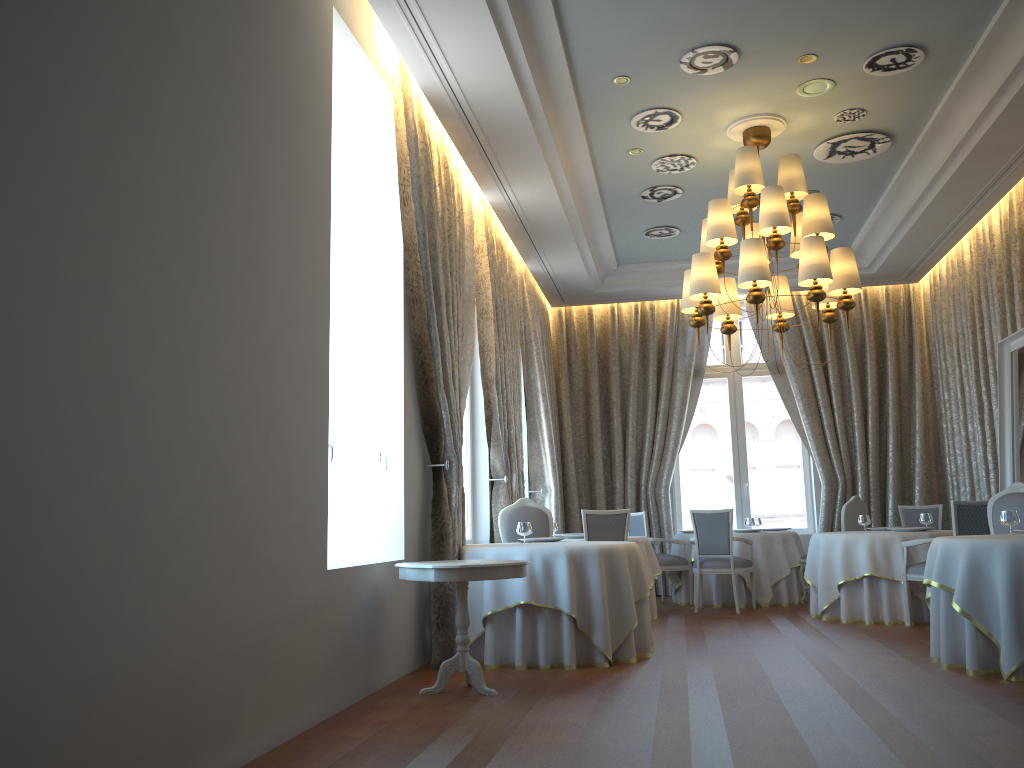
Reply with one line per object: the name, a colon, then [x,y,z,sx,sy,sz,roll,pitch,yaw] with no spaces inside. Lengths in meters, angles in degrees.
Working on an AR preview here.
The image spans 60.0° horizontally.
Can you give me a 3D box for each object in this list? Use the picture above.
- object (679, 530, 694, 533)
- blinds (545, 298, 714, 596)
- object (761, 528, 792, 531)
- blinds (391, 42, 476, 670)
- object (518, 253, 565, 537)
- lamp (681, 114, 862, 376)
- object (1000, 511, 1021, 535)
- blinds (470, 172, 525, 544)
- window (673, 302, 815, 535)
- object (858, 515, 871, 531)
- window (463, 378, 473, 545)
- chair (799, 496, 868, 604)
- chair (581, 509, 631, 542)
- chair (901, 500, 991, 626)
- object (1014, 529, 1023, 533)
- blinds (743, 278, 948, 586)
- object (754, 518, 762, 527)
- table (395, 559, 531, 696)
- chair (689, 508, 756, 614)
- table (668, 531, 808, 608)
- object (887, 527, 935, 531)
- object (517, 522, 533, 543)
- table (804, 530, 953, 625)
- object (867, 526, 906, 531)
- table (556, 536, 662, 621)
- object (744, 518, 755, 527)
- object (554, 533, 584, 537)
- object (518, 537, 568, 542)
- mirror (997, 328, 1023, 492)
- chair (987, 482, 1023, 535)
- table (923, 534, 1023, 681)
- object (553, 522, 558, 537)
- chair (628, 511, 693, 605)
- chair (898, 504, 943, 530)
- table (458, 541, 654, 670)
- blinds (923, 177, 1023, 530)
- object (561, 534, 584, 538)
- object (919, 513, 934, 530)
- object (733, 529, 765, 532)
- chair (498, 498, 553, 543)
object: [2.253,1.814,10.919,0.419,0.036,0.419,-3,-9,9]
blinds: [1.632,0.506,12.321,2.535,4.901,0.386,-3,-9,10]
object: [3.240,1.793,10.929,0.419,0.036,0.419,-3,-9,9]
blinds: [-0.513,-0.296,6.985,0.315,4.930,2.204,-3,-9,10]
object: [0.417,0.446,11.478,0.386,4.901,2.121,-3,-9,10]
lamp: [2.124,-1.172,7.465,1.373,2.121,1.373,7,-12,-42]
object: [3.481,0.969,6.195,0.128,0.165,0.128,-9,-12,40]
blinds: [-0.043,0.074,9.370,0.335,4.969,2.257,-3,-9,10]
window: [3.163,0.459,12.464,1.881,3.306,0.196,-3,-9,10]
object: [3.678,1.451,9.249,0.128,0.165,0.128,-3,-9,10]
window: [-0.555,-0.133,8.215,0.259,3.306,1.882,-3,-9,10]
chair: [3.743,1.927,10.291,0.563,1.233,0.690,6,-12,-39]
chair: [0.810,1.749,8.390,0.650,1.108,0.629,1,-9,-14]
chair: [3.936,1.601,7.912,0.650,1.108,0.629,2,-10,-19]
object: [3.800,1.043,6.297,0.419,0.036,0.419,-3,-9,9]
blinds: [4.458,0.360,11.810,2.476,4.901,0.386,-3,-9,10]
object: [3.103,1.780,11.235,0.128,0.165,0.128,-3,-9,10]
table: [-0.295,1.497,5.414,0.761,0.801,0.760,6,-12,-40]
chair: [2.304,1.945,9.835,0.650,1.108,0.629,-6,-10,25]
table: [2.775,2.269,10.900,1.667,0.890,1.663,-6,-10,29]
object: [3.850,1.402,8.560,0.419,0.036,0.419,-3,-9,9]
object: [0.100,1.188,7.091,0.128,0.165,0.128,0,-9,-8]
table: [3.813,1.923,8.879,1.663,0.890,1.667,-5,-10,24]
object: [3.961,1.527,9.363,0.419,0.036,0.419,-3,-9,9]
table: [0.748,2.083,9.447,1.667,0.890,1.663,-2,-9,4]
object: [2.909,1.722,10.842,0.128,0.165,0.128,-3,-9,10]
object: [0.681,1.700,9.978,0.419,0.036,0.419,-3,-9,9]
object: [0.258,1.293,7.366,0.419,0.036,0.419,-3,-9,9]
mirror: [4.488,0.697,7.297,0.385,2.564,2.251,-3,-9,10]
chair: [3.740,1.365,6.762,0.690,1.233,0.563,4,-10,-29]
table: [3.628,1.442,5.833,1.663,0.890,1.667,-1,-9,-1]
object: [0.443,1.610,9.789,0.128,0.165,0.128,-3,-9,10]
chair: [1.743,2.091,10.675,0.629,1.108,0.650,3,-10,-24]
chair: [4.603,1.912,9.956,0.650,1.108,0.629,-7,-10,30]
table: [0.261,1.686,6.884,1.663,0.890,1.667,-1,-9,-1]
blinds: [5.175,-0.033,9.549,0.238,4.819,4.439,-3,-9,10]
object: [0.715,1.552,9.058,0.419,0.036,0.419,-3,-9,9]
object: [4.105,1.367,8.782,0.128,0.165,0.128,-3,-9,10]
object: [2.800,1.739,10.527,0.419,0.036,0.419,-3,-9,9]
chair: [0.206,1.602,7.741,0.563,1.233,0.690,1,-9,-14]
